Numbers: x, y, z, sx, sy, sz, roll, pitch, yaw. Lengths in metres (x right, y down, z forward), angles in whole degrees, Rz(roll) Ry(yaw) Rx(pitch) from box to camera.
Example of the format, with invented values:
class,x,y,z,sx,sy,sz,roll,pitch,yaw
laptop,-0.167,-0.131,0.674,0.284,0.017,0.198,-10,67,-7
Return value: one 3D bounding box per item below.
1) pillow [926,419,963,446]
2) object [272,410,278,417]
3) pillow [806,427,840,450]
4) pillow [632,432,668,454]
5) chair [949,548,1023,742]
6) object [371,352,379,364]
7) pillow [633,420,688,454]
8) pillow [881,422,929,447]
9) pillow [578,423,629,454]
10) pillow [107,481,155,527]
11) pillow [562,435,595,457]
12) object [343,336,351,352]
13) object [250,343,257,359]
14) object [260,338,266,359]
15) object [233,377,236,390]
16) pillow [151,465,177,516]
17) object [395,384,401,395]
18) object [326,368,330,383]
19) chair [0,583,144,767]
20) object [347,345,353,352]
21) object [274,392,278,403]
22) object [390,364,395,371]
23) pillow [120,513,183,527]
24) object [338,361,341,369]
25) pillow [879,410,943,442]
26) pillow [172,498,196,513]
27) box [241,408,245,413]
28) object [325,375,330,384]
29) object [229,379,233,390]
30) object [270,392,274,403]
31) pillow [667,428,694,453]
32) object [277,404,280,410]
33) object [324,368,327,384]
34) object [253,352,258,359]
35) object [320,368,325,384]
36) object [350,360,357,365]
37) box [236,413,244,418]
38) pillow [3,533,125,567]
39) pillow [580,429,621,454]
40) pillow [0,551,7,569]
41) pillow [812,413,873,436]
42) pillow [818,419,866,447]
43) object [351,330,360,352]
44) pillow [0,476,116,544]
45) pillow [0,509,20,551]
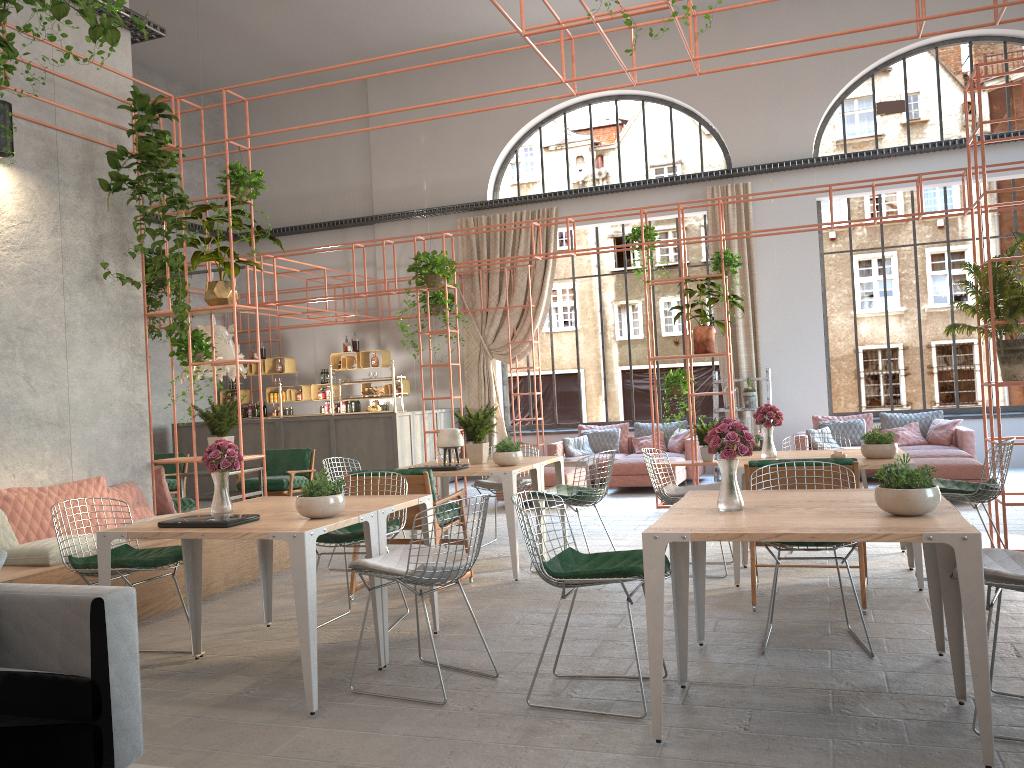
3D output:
class,x,y,z,sx,sy,sz,roll,pitch,yaw
pillow,5.806,0.655,11.995,0.308,0.349,0.495,-3,-1,-21
object,-4.230,0.526,15.839,0.115,0.107,0.115,-3,-1,-13
pillow,4.367,0.770,12.379,0.500,0.324,0.307,-3,-1,-35
pillow,2.071,0.889,13.370,0.479,0.317,0.441,-3,-1,1
chair,2.133,0.870,3.505,0.717,0.941,0.565,-4,-1,36
object,-2.361,-0.423,15.275,0.137,0.261,0.137,-3,-1,-35
pillow,2.269,0.816,13.584,0.836,0.476,0.273,-3,-1,20
pillow,5.400,0.698,12.197,0.479,0.317,0.441,-3,-1,1
pillow,1.419,0.863,13.895,0.839,0.474,0.276,-3,-1,20
pillow,-3.050,0.976,6.902,0.289,0.385,0.666,-3,-1,15
pillow,1.038,0.961,13.552,0.500,0.324,0.307,-3,-1,-35
object,-2.895,-0.694,15.543,0.134,0.301,0.134,-3,-1,8
object,-4.703,-0.590,16.181,0.134,0.301,0.134,-3,-1,8
object,-4.536,-0.642,16.084,0.134,0.386,0.134,-2,-1,-37
object,-5.097,-0.040,16.222,0.066,0.291,0.066,-3,-1,26
pillow,-3.385,0.958,7.794,0.839,0.474,0.276,-3,-1,10
object,-1.938,0.102,15.056,0.131,0.207,0.131,-3,-1,-26
object,-3.260,-0.144,15.660,0.066,0.291,0.066,-3,-1,-31
chair,-1.867,1.005,2.546,1.052,0.672,1.127,-3,-1,19
object,-2.798,-0.612,15.321,0.088,0.123,0.088,-3,-1,-14
object,-4.211,0.240,15.812,0.069,0.191,0.069,-3,-1,-29
object,-2.046,-0.205,15.212,0.075,0.273,0.075,-3,-1,8
pillow,-2.642,1.092,6.831,0.491,0.149,0.637,-3,-1,20
object,-2.988,-0.331,15.505,0.097,0.148,0.097,-3,-1,16
pillow,5.598,0.625,12.410,0.836,0.476,0.273,-3,-1,20
pillow,-3.336,1.146,8.226,0.637,0.149,0.491,-3,-1,20
box,-4.920,0.480,16.108,0.122,0.093,0.058,-3,-1,31
object,-3.205,-0.077,15.489,0.115,0.147,0.115,-3,-1,28
object,-5.122,-0.039,16.149,0.066,0.291,0.066,-3,-1,-11
object,-4.289,0.245,15.839,0.069,0.191,0.069,-3,-1,-29
pillow,2.477,0.846,13.169,0.308,0.349,0.495,-3,-1,-21
object,-4.151,0.418,15.880,0.115,0.107,0.115,-2,-1,-44
object,-3.289,-0.143,15.584,0.066,0.291,0.066,-3,-1,26
object,-4.606,-0.508,15.958,0.088,0.123,0.088,-3,-1,-14
object,-3.314,-0.143,15.511,0.066,0.291,0.066,-3,-1,-11
object,-2.736,-0.343,15.341,0.141,0.142,0.123,-3,-1,19
box,-4.925,0.573,16.068,0.122,0.093,0.058,-3,-1,19
pillow,-2.979,1.098,5.871,0.491,0.149,0.637,-3,-1,20
pillow,1.358,0.896,13.757,0.666,0.385,0.289,-3,-1,20
pillow,-1.885,0.742,2.792,0.495,0.349,0.308,-3,-1,-21
pillow,4.748,0.672,12.722,0.839,0.474,0.276,-3,-1,20
pillow,4.687,0.705,12.584,0.666,0.385,0.289,-3,-1,20
object,-2.728,-0.746,15.446,0.134,0.386,0.134,-3,-1,8
pillow,-3.245,0.930,6.288,0.276,0.474,0.839,-4,-1,40
pillow,-3.475,0.983,5.693,0.289,0.385,0.666,-3,-1,15
